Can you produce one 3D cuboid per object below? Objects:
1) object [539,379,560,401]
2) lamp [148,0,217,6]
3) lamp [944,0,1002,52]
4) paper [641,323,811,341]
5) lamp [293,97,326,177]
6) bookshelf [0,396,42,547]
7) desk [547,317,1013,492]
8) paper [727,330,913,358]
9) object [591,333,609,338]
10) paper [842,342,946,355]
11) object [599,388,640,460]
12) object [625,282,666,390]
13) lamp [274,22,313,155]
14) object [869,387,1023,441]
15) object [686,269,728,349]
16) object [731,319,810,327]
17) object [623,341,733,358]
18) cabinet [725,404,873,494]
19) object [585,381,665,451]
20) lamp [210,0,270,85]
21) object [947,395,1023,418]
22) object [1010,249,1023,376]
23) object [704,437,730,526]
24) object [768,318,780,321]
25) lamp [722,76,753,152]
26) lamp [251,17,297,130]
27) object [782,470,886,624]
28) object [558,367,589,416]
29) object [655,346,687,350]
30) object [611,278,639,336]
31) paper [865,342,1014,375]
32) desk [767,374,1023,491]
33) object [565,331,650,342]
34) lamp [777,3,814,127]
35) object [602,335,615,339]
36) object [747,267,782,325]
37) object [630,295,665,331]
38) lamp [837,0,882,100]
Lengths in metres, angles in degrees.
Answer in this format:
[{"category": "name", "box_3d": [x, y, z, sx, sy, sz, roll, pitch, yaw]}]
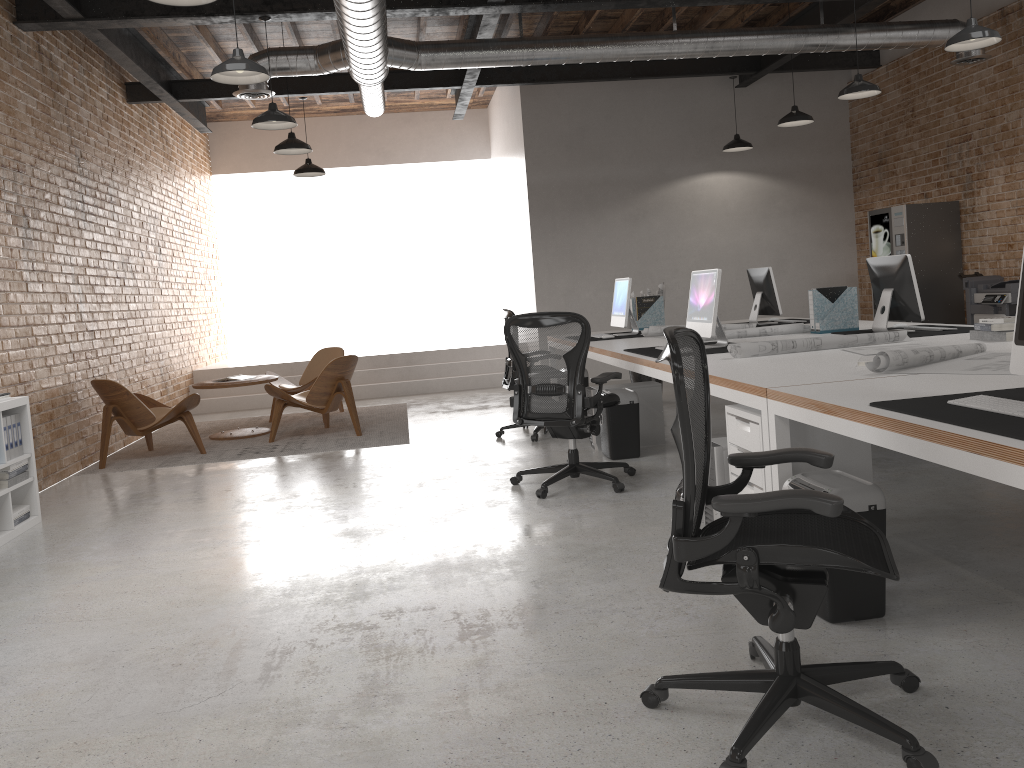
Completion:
[{"category": "object", "box_3d": [0.463, 0.077, 8.639, 0.548, 0.428, 0.269, -5, 4, -9]}, {"category": "lamp", "box_3d": [-1.560, -2.222, 4.053, 0.361, 0.854, 0.363, -4, 4, 11]}, {"category": "lamp", "box_3d": [3.193, -3.065, 6.201, 0.361, 1.359, 0.363, -4, 3, 11]}, {"category": "paper", "box_3d": [1.583, -0.406, 6.683, 0.976, 0.105, 1.078, -5, 6, -9]}, {"category": "lamp", "box_3d": [-2.308, -2.775, 9.932, 0.363, 0.854, 0.362, -6, 4, -29]}, {"category": "bookshelf", "box_3d": [-3.097, 0.561, 4.777, 0.400, 0.797, 1.549, -5, 5, -7]}, {"category": "desk", "box_3d": [1.832, 0.057, 6.120, 2.313, 0.767, 5.126, -5, 6, -7]}, {"category": "paper", "box_3d": [1.711, -0.228, 4.860, 1.135, 0.082, 0.083, -6, 5, -12]}, {"category": "object", "box_3d": [0.754, -0.414, 7.585, 0.118, 0.017, 0.440, -5, 6, -7]}, {"category": "paper", "box_3d": [1.977, -0.184, 4.555, 0.484, 0.001, 0.430, -4, 6, 1]}, {"category": "object", "box_3d": [0.751, 0.278, 6.271, 0.250, 0.464, 0.339, -5, 4, -7]}, {"category": "object", "box_3d": [1.346, -0.404, 8.887, 0.413, 1.207, 0.441, -6, 4, -29]}, {"category": "lamp", "box_3d": [-2.131, -2.882, 8.376, 0.363, 1.359, 0.362, -6, 4, -29]}, {"category": "object", "box_3d": [1.518, 0.073, 2.455, 0.687, 0.008, 0.851, -5, 6, -7]}, {"category": "object", "box_3d": [1.219, -0.471, 5.534, 0.190, 0.483, 0.485, -5, 5, -7]}, {"category": "object", "box_3d": [2.271, -0.528, 7.684, 0.687, 0.008, 0.851, -5, 6, -6]}, {"category": "object", "box_3d": [1.126, -0.217, 5.540, 0.687, 0.008, 0.851, -5, 6, -7]}, {"category": "cabinet", "box_3d": [1.211, 0.414, 3.743, 0.460, 0.646, 0.388, -5, 4, -7]}, {"category": "object", "box_3d": [0.846, 0.236, 6.663, 0.541, 0.453, 0.221, -5, 4, -7]}, {"category": "lamp", "box_3d": [-1.776, -2.619, 5.587, 0.361, 1.359, 0.363, -4, 3, 11]}, {"category": "object", "box_3d": [1.404, 0.066, 2.478, 0.118, 0.017, 0.440, -5, 6, -7]}, {"category": "object", "box_3d": [1.609, -0.182, 2.467, 0.190, 0.483, 0.485, -5, 5, -7]}, {"category": "object", "box_3d": [1.169, 0.475, 4.122, 0.541, 0.453, 0.221, -5, 4, -7]}, {"category": "object", "box_3d": [2.349, -0.581, 7.952, 0.106, 0.028, 0.059, -5, 5, -8]}, {"category": "lamp", "box_3d": [2.661, -3.221, 10.546, 0.363, 0.854, 0.362, -6, 4, -29]}, {"category": "lamp", "box_3d": [-1.952, -2.512, 7.138, 0.363, 0.854, 0.362, -6, 4, -29]}, {"category": "object", "box_3d": [1.146, 0.570, 3.164, 0.250, 0.464, 0.339, -5, 4, -7]}, {"category": "object", "box_3d": [0.574, 0.082, 8.286, 0.250, 0.464, 0.339, -5, 4, -7]}, {"category": "object", "box_3d": [1.014, -0.222, 5.545, 0.118, 0.017, 0.440, -5, 6, -7]}, {"category": "object", "box_3d": [0.960, -0.663, 7.574, 0.190, 0.483, 0.485, -5, 5, -7]}, {"category": "paper", "box_3d": [2.132, -0.119, 3.512, 0.979, 0.105, 1.075, -10, 8, -42]}, {"category": "desk", "box_3d": [2.478, 0.535, 1.047, 2.313, 0.767, 5.126, -5, 6, -7]}, {"category": "object", "box_3d": [0.865, -0.410, 7.588, 0.687, 0.008, 0.851, -5, 6, -7]}, {"category": "lamp", "box_3d": [2.838, -3.327, 8.990, 0.363, 1.359, 0.362, -6, 4, -29]}, {"category": "object", "box_3d": [0.788, -0.389, 7.259, 0.106, 0.028, 0.059, -5, 5, -6]}, {"category": "object", "box_3d": [2.143, -0.758, 7.613, 0.190, 0.483, 0.485, -5, 5, -7]}, {"category": "object", "box_3d": [1.266, -0.665, 8.277, 0.281, 0.311, 0.150, -5, 4, -7]}, {"category": "lamp", "box_3d": [3.017, -2.958, 7.752, 0.363, 0.854, 0.362, -6, 4, -29]}]
